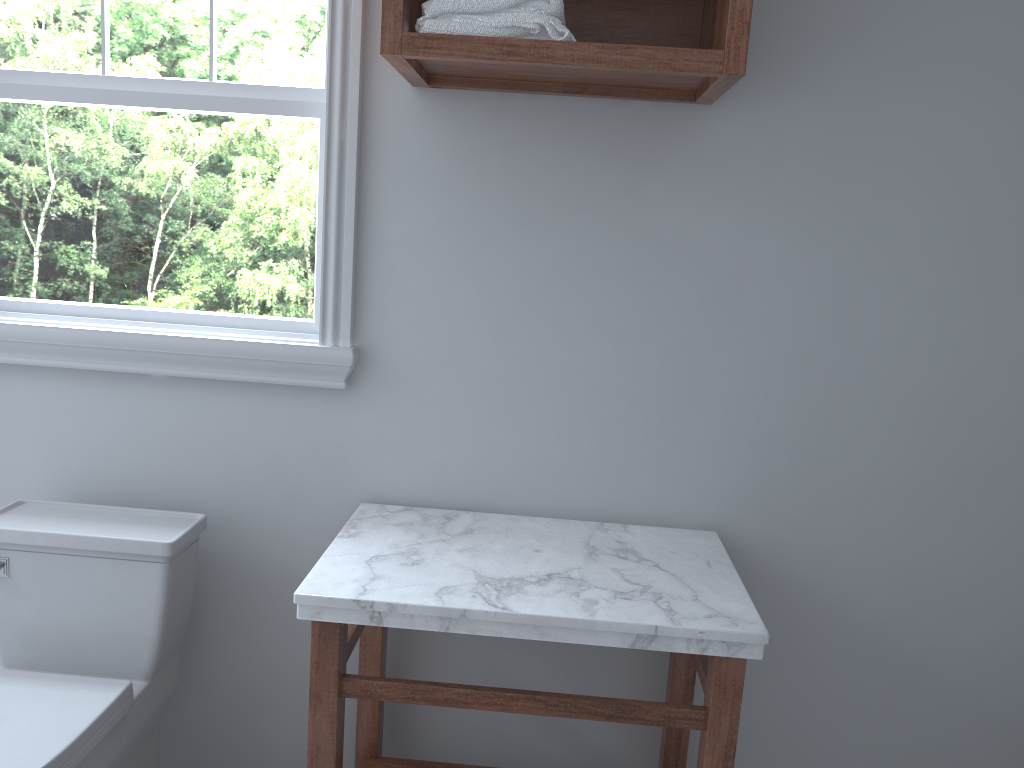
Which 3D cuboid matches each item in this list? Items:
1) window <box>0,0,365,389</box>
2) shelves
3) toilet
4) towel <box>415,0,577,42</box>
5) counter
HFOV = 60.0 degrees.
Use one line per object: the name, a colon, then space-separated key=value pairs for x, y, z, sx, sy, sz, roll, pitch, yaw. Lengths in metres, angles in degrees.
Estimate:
window: x=-0.822 y=-0.647 z=1.992 sx=1.040 sy=1.248 sz=0.149 roll=4 pitch=10 yaw=3
shelves: x=0.115 y=-0.872 z=1.695 sx=0.647 sy=0.566 sz=0.357 roll=4 pitch=10 yaw=3
toilet: x=-0.984 y=0.697 z=1.753 sx=0.490 sy=0.727 sz=0.722 roll=4 pitch=10 yaw=3
towel: x=-0.026 y=-0.682 z=1.705 sx=0.305 sy=0.112 sz=0.283 roll=4 pitch=10 yaw=3
counter: x=0.017 y=0.752 z=1.868 sx=0.828 sy=0.810 sz=0.539 roll=4 pitch=10 yaw=3
